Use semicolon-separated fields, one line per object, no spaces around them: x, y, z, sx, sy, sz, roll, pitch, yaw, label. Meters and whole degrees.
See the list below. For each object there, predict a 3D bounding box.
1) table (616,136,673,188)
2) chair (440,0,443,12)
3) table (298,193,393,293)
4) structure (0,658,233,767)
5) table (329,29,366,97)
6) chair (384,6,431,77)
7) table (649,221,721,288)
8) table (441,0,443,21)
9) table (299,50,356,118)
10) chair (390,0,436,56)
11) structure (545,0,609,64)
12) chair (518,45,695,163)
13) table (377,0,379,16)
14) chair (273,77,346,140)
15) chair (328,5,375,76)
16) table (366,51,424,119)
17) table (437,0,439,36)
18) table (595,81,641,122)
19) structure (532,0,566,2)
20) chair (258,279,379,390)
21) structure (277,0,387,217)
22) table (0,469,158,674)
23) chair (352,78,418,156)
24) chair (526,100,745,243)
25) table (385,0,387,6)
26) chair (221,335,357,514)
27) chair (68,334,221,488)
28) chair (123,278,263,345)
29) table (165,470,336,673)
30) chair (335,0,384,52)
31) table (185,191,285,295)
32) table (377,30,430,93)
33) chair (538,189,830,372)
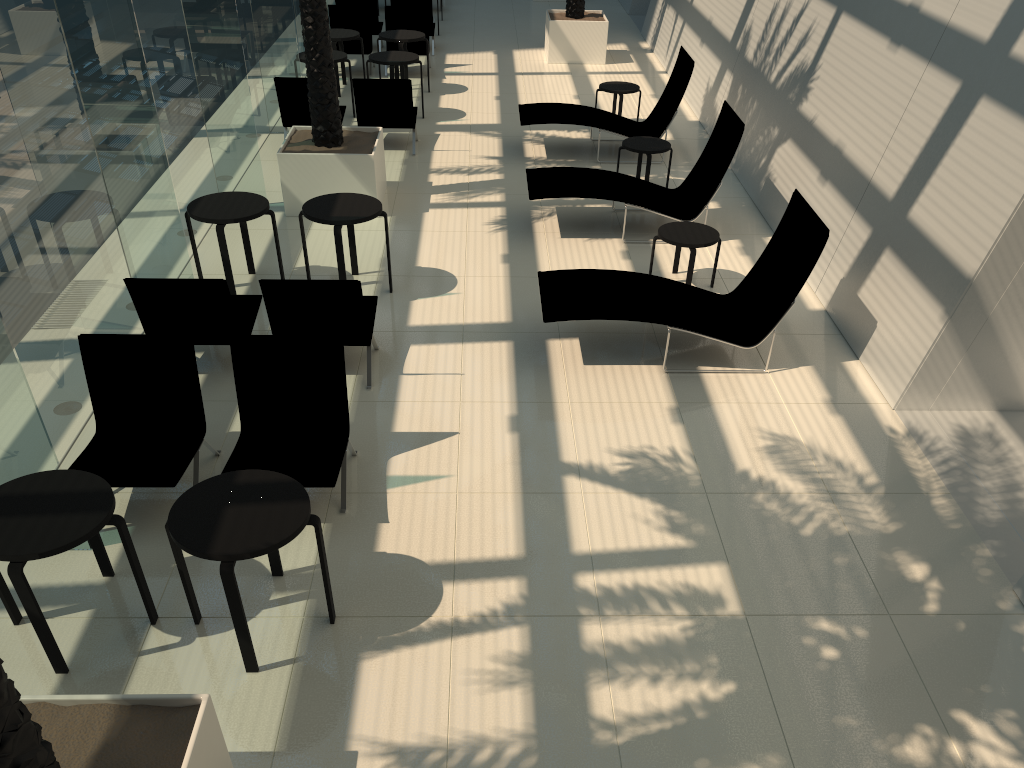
1.524;-2.506;10.069;0.533;0.561;0.527;28;43;32;table
-1.841;-8.390;18.335;0.716;0.963;0.812;0;35;-2;chair
-1.465;-1.187;7.739;0.659;0.846;0.643;24;41;29;table
-1.716;-0.847;1.167;4.401;7.599;4.469;-13;38;-19;structure
-2.607;-4.840;13.131;0.654;0.846;0.647;28;43;32;table
-1.697;-5.490;14.023;0.716;0.963;0.812;0;35;-2;chair
1.592;-1.143;8.043;0.533;0.561;0.527;28;43;32;table
-1.782;-7.736;17.473;0.654;0.846;0.647;28;43;32;table
-2.579;-4.104;12.037;0.659;0.846;0.643;24;41;29;table
-1.726;-6.362;15.321;0.716;0.963;0.812;0;35;-2;chair
1.268;-8.780;13.212;4.186;7.463;4.358;21;40;25;structure
1.112;-3.517;10.923;2.036;1.255;0.845;0;36;-2;chair
-2.751;-7.740;17.442;0.654;0.846;0.647;28;43;32;table
-2.515;-3.497;11.025;0.716;0.963;0.812;0;35;-2;chair
-2.629;-5.494;13.993;0.716;0.963;0.812;0;35;-2;chair
-1.610;-4.100;12.068;0.659;0.846;0.643;24;41;29;table
-1.754;-6.983;16.353;0.659;0.846;0.643;24;41;29;table
1.458;-3.828;12.035;0.537;0.561;0.524;24;41;29;table
0.908;-11.839;17.810;4.584;7.397;3.976;-13;38;-19;structure
-1.437;-0.567;6.707;0.716;0.963;0.812;0;35;-2;chair
-1.899;-5.033;7.390;4.815;7.599;4.080;-4;36;-7;structure
-2.318;0.956;4.516;0.652;0.846;0.650;-29;45;-35;table
-1.583;-3.492;11.055;0.716;0.963;0.812;0;35;-2;chair
1.178;-2.195;8.957;2.036;1.255;0.845;0;36;-2;chair
-2.723;-6.987;16.322;0.659;0.846;0.643;24;41;29;table
-1.408;0.306;5.409;0.716;0.963;0.812;0;35;-2;chair
-2.340;0.302;5.379;0.716;0.963;0.812;0;35;-2;chair
-2.369;-0.571;6.676;0.716;0.963;0.812;0;35;-2;chair
-1.349;0.960;4.548;0.652;0.846;0.650;-29;45;-35;table
-2.658;-6.366;15.291;0.716;0.963;0.812;0;35;-2;chair
-2.434;-1.191;7.707;0.659;0.846;0.643;24;41;29;table
-1.638;-4.836;13.162;0.654;0.846;0.647;28;43;32;table
1.246;-0.831;6.931;2.036;1.255;0.845;0;36;-2;chair
